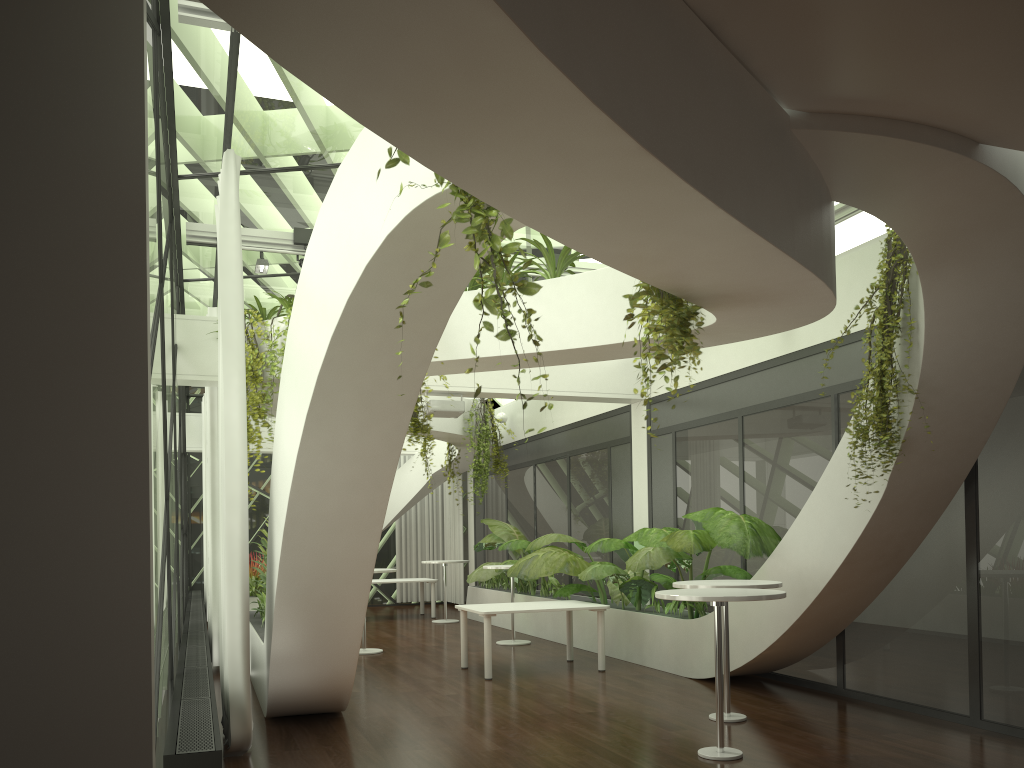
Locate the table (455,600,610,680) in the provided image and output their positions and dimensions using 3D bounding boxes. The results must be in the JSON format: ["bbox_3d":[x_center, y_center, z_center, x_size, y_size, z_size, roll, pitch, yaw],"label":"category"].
[{"bbox_3d":[0.218,2.854,9.848,1.501,0.714,1.080,2,-8,-20],"label":"table"}]

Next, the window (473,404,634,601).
[{"bbox_3d":[0.440,2.504,15.052,0.050,3.217,7.270,-1,-8,-20],"label":"window"}]

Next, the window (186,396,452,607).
[{"bbox_3d":[-4.125,2.653,19.308,5.741,4.624,0.038,1,-1,-20],"label":"window"}]

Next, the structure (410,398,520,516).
[{"bbox_3d":[-0.813,1.149,14.432,1.442,2.063,1.643,-4,-5,35],"label":"structure"}]

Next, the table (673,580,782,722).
[{"bbox_3d":[1.741,2.146,7.048,0.857,1.091,0.863,2,-5,-35],"label":"table"}]

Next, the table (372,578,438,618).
[{"bbox_3d":[-2.253,4.105,16.710,1.501,0.714,1.080,2,-8,-20],"label":"table"}]

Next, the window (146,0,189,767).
[{"bbox_3d":[-3.992,1.095,10.505,0.084,4.602,16.959,-1,-9,-20],"label":"window"}]

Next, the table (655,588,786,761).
[{"bbox_3d":[1.408,1.947,5.889,0.857,1.091,0.863,2,-5,-35],"label":"table"}]

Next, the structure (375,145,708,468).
[{"bbox_3d":[0.510,-0.394,4.805,1.234,1.845,3.231,-3,-8,35],"label":"structure"}]

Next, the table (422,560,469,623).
[{"bbox_3d":[-1.185,3.723,15.706,0.857,1.091,0.863,-2,-4,15],"label":"table"}]

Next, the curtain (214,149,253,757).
[{"bbox_3d":[-2.041,0.562,6.410,0.209,4.161,1.092,-1,-1,-20],"label":"curtain"}]

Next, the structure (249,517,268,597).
[{"bbox_3d":[-4.420,3.032,16.009,2.034,1.657,4.827,-2,-9,11],"label":"structure"}]

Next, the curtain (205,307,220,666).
[{"bbox_3d":[-3.537,1.248,10.413,0.160,4.072,1.049,-1,-1,-21],"label":"curtain"}]

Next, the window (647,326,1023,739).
[{"bbox_3d":[2.989,1.213,7.975,0.050,3.217,7.180,-1,-8,-20],"label":"window"}]

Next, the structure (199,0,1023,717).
[{"bbox_3d":[0.187,1.058,7.040,5.918,4.187,24.675,1,-10,-14],"label":"structure"}]

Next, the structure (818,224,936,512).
[{"bbox_3d":[2.651,-0.167,6.083,0.615,2.107,1.072,-1,-3,-8],"label":"structure"}]

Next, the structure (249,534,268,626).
[{"bbox_3d":[-2.409,1.955,9.528,0.854,1.587,3.367,0,-8,-20],"label":"structure"}]

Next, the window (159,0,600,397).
[{"bbox_3d":[-1.369,-1.067,11.500,5.692,0.055,16.926,3,-11,-19],"label":"window"}]

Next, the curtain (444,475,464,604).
[{"bbox_3d":[-1.278,2.765,19.228,0.160,4.072,1.004,-1,-1,-21],"label":"curtain"}]

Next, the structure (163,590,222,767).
[{"bbox_3d":[-4.044,3.270,11.187,0.259,0.500,15.321,0,-10,-20],"label":"structure"}]

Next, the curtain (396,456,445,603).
[{"bbox_3d":[-2.042,2.879,19.805,1.230,4.072,0.160,0,-1,-21],"label":"curtain"}]

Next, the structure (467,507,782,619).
[{"bbox_3d":[0.479,2.622,11.891,1.783,1.702,9.010,1,-10,-20],"label":"structure"}]

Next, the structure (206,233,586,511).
[{"bbox_3d":[-1.166,0.040,8.513,4.650,2.305,1.452,-6,-6,33],"label":"structure"}]

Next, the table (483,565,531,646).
[{"bbox_3d":[0.029,3.108,12.336,0.857,1.091,0.863,-2,-4,15],"label":"table"}]

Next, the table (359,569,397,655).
[{"bbox_3d":[-1.954,3.016,11.622,0.857,1.091,0.863,-2,-4,15],"label":"table"}]

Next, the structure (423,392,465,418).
[{"bbox_3d":[-0.830,0.257,10.621,0.462,0.274,0.392,2,-7,-20],"label":"structure"}]
